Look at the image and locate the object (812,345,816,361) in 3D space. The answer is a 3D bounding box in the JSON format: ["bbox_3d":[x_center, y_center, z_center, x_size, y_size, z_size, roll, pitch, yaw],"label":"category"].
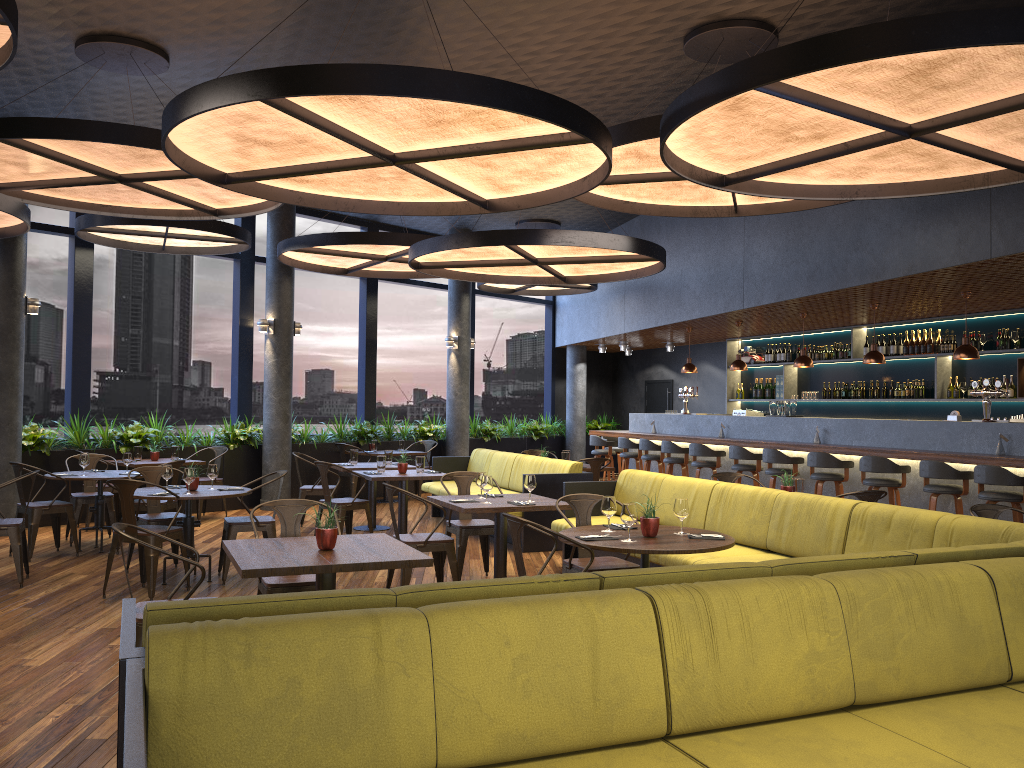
[{"bbox_3d":[4.639,-0.471,13.623,0.063,0.254,0.063,0,-1,15],"label":"object"}]

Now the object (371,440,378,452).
[{"bbox_3d":[-2.121,0.954,13.650,0.102,0.178,0.102,2,-2,-41],"label":"object"}]

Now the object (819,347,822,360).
[{"bbox_3d":[4.694,-0.455,13.485,0.068,0.217,0.068,1,-1,-18],"label":"object"}]

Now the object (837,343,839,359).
[{"bbox_3d":[4.846,-0.478,13.197,0.063,0.254,0.063,1,-1,-15],"label":"object"}]

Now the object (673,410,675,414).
[{"bbox_3d":[2.671,0.461,14.653,0.042,0.059,0.042,1,-2,-26],"label":"object"}]

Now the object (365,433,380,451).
[{"bbox_3d":[-2.209,0.914,13.949,0.260,0.271,0.238,1,-1,-22],"label":"object"}]

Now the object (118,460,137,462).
[{"bbox_3d":[-4.657,0.930,10.720,0.255,0.019,0.157,-1,-2,43],"label":"object"}]

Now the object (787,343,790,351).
[{"bbox_3d":[4.410,-0.491,14.117,0.085,0.310,0.086,0,-1,18],"label":"object"}]

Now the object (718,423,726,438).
[{"bbox_3d":[2.887,0.632,12.183,0.114,0.203,0.069,0,-2,28],"label":"object"}]

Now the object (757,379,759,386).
[{"bbox_3d":[4.099,0.085,14.814,0.094,0.340,0.094,0,-1,13],"label":"object"}]

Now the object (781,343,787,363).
[{"bbox_3d":[4.323,-0.493,14.079,0.085,0.310,0.086,0,-1,10],"label":"object"}]

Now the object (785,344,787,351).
[{"bbox_3d":[4.375,-0.490,14.205,0.085,0.310,0.086,1,-1,4],"label":"object"}]

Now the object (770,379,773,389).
[{"bbox_3d":[4.239,0.080,14.540,0.094,0.340,0.094,1,-1,-14],"label":"object"}]

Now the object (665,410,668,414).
[{"bbox_3d":[2.543,0.458,14.593,0.042,0.059,0.042,1,-2,-26],"label":"object"}]

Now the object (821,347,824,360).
[{"bbox_3d":[4.701,-0.457,13.399,0.068,0.217,0.068,1,-1,-3],"label":"object"}]

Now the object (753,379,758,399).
[{"bbox_3d":[4.043,0.082,14.699,0.094,0.340,0.094,1,-1,-1],"label":"object"}]

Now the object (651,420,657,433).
[{"bbox_3d":[2.195,0.662,13.776,0.114,0.203,0.069,0,-2,25],"label":"object"}]

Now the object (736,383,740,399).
[{"bbox_3d":[3.895,0.125,15.251,0.079,0.281,0.079,1,-1,-4],"label":"object"}]

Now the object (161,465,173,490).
[{"bbox_3d":[-2.892,0.782,7.434,0.097,0.206,0.097,0,-1,18],"label":"object"}]

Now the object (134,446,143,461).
[{"bbox_3d":[-4.585,0.855,10.872,0.102,0.178,0.102,2,-2,-41],"label":"object"}]

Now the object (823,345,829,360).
[{"bbox_3d":[4.694,-0.464,13.250,0.088,0.224,0.088,1,-2,-28],"label":"object"}]

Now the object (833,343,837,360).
[{"bbox_3d":[4.769,-0.482,13.086,0.063,0.254,0.063,0,-2,25],"label":"object"}]

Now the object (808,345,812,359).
[{"bbox_3d":[4.552,-0.474,13.548,0.063,0.254,0.063,1,-1,-5],"label":"object"}]

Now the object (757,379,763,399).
[{"bbox_3d":[4.094,0.080,14.614,0.094,0.340,0.094,1,-1,-9],"label":"object"}]

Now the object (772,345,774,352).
[{"bbox_3d":[4.254,-0.484,14.483,0.085,0.310,0.086,0,-1,18],"label":"object"}]

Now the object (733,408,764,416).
[{"bbox_3d":[3.872,0.693,14.822,0.550,0.569,0.355,1,-2,-23],"label":"object"}]

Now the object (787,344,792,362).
[{"bbox_3d":[4.373,-0.477,13.974,0.083,0.301,0.083,1,-1,-16],"label":"object"}]

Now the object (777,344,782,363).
[{"bbox_3d":[4.284,-0.491,14.175,0.085,0.310,0.086,1,-1,-4],"label":"object"}]

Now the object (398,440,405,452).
[{"bbox_3d":[-1.719,0.962,13.786,0.102,0.178,0.102,2,-2,-31],"label":"object"}]

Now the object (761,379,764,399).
[{"bbox_3d":[4.146,0.083,14.718,0.094,0.340,0.094,1,-1,-17],"label":"object"}]

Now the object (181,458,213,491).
[{"bbox_3d":[-2.653,0.749,7.374,0.260,0.271,0.238,0,-1,16],"label":"object"}]

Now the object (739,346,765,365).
[{"bbox_3d":[4.015,-0.479,14.975,0.229,0.319,0.579,1,-2,-23],"label":"object"}]

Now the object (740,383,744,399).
[{"bbox_3d":[3.933,0.123,15.169,0.079,0.281,0.079,1,-1,-19],"label":"object"}]

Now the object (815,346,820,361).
[{"bbox_3d":[4.612,-0.459,13.371,0.068,0.217,0.068,2,-2,-33],"label":"object"}]

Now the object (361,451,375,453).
[{"bbox_3d":[-2.193,1.029,13.497,0.255,0.019,0.157,-1,-2,43],"label":"object"}]

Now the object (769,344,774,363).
[{"bbox_3d":[4.201,-0.488,14.360,0.085,0.310,0.086,1,-1,4],"label":"object"}]

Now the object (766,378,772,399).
[{"bbox_3d":[4.186,0.077,14.424,0.094,0.340,0.094,0,-1,17],"label":"object"}]

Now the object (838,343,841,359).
[{"bbox_3d":[4.856,-0.480,13.109,0.063,0.254,0.063,1,-1,5],"label":"object"}]

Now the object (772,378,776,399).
[{"bbox_3d":[4.290,0.079,14.444,0.094,0.340,0.094,1,-1,-1],"label":"object"}]

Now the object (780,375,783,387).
[{"bbox_3d":[4.330,-0.046,14.116,0.080,0.192,0.098,1,-2,-23],"label":"object"}]

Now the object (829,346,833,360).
[{"bbox_3d":[4.795,-0.462,13.284,0.088,0.224,0.088,1,-2,-28],"label":"object"}]

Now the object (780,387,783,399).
[{"bbox_3d":[4.328,0.146,14.112,0.080,0.192,0.098,1,-2,-23],"label":"object"}]

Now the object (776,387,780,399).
[{"bbox_3d":[4.289,0.148,14.205,0.080,0.192,0.098,1,-2,-23],"label":"object"}]

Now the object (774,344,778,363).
[{"bbox_3d":[4.289,-0.486,14.393,0.085,0.310,0.086,1,-1,-12],"label":"object"}]

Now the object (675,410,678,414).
[{"bbox_3d":[2.718,0.462,14.672,0.042,0.059,0.042,1,-2,-26],"label":"object"}]

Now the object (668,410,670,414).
[{"bbox_3d":[2.587,0.459,14.610,0.042,0.059,0.042,1,-2,-26],"label":"object"}]

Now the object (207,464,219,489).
[{"bbox_3d":[-2.549,0.790,7.548,0.097,0.206,0.097,0,-2,39],"label":"object"}]

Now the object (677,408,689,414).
[{"bbox_3d":[3.129,0.450,14.896,0.766,0.106,0.200,1,-2,-23],"label":"object"}]

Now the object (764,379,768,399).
[{"bbox_3d":[4.200,0.082,14.630,0.094,0.340,0.094,1,-1,-1],"label":"object"}]

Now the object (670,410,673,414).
[{"bbox_3d":[2.632,0.460,14.619,0.042,0.059,0.042,1,-2,-26],"label":"object"}]

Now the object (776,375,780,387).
[{"bbox_3d":[4.292,-0.044,14.210,0.080,0.192,0.098,1,-2,-23],"label":"object"}]

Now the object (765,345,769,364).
[{"bbox_3d":[4.167,-0.486,14.446,0.085,0.310,0.086,0,-1,10],"label":"object"}]

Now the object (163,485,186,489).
[{"bbox_3d":[-2.880,0.881,7.605,0.157,0.019,0.255,2,-2,-45],"label":"object"}]
